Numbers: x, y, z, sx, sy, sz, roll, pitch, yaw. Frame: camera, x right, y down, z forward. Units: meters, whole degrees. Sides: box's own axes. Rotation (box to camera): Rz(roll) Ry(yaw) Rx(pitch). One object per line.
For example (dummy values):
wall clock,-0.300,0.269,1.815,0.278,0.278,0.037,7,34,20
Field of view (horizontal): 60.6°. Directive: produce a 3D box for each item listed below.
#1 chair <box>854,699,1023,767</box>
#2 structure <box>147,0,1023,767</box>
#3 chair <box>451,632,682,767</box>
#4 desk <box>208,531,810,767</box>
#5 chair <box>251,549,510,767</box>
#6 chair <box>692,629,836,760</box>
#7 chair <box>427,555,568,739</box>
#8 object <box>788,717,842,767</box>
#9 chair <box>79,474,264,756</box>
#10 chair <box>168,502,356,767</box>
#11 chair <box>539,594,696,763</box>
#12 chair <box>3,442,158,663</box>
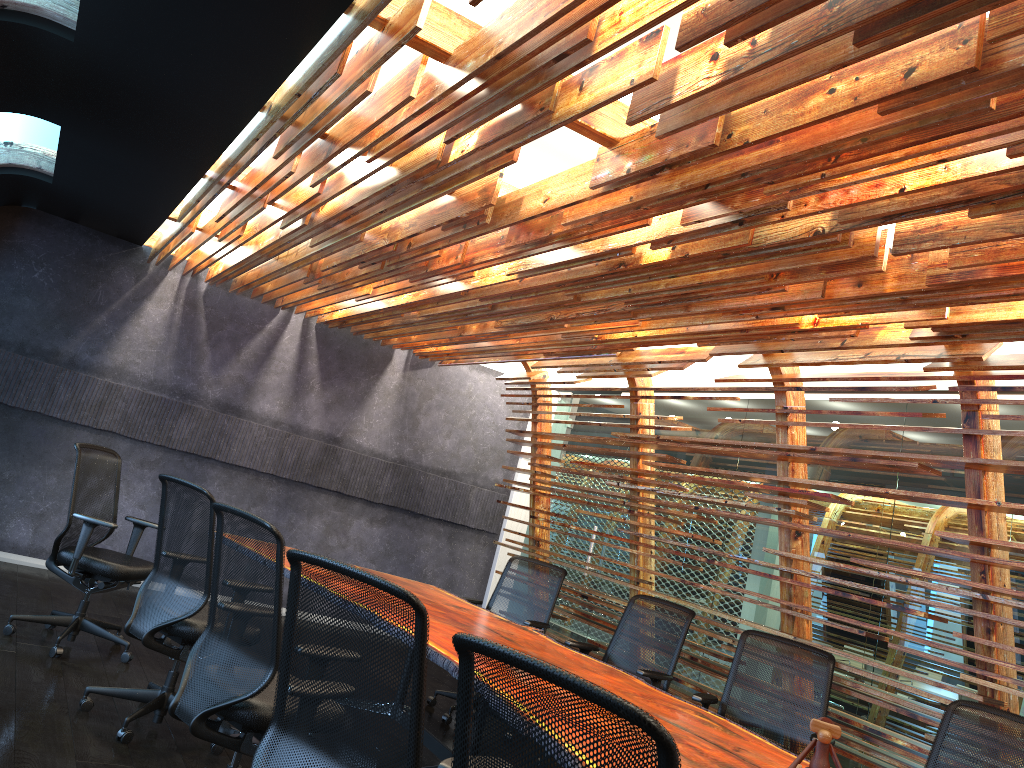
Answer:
chair,1.788,1.977,3.696,0.783,1.273,0.804,20,-15,-21
structure,0.694,0.657,4.238,4.431,3.075,11.411,21,-11,-27
chair,0.168,1.218,1.701,0.817,1.273,0.769,0,-20,46
desk,-0.007,1.791,4.240,1.992,0.840,6.625,20,-10,-27
chair,-0.404,1.202,2.579,0.822,1.273,0.765,4,-17,37
chair,1.348,2.038,4.833,0.823,1.273,0.764,6,-17,32
chair,-0.118,1.940,6.730,0.822,1.273,0.765,4,-18,37
object,1.194,1.415,3.369,0.310,0.252,0.123,12,-15,16
chair,-1.672,1.204,4.765,0.820,1.273,0.767,2,-19,41
chair,-0.991,1.208,3.627,0.817,1.273,0.769,0,-20,46
chair,0.644,1.984,5.699,0.773,1.273,0.814,25,-17,-35
chair,-2.671,1.103,5.844,0.800,1.273,0.786,13,-14,8
